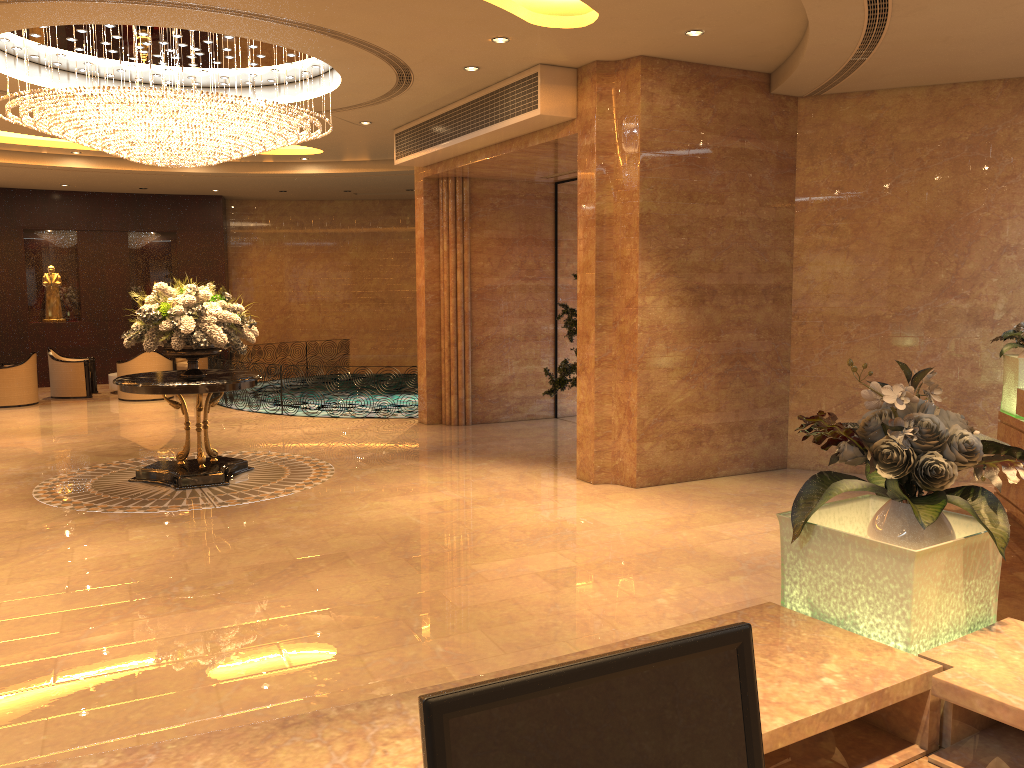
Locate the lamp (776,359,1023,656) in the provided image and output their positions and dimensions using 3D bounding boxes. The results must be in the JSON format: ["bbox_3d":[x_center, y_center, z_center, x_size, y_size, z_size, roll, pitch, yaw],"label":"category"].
[{"bbox_3d":[1.029,0.395,2.309,0.577,0.925,0.542,-3,7,-25],"label":"lamp"}]

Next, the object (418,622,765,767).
[{"bbox_3d":[0.152,0.670,1.371,0.531,0.500,0.430,1,6,9],"label":"object"}]

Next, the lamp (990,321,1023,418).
[{"bbox_3d":[4.378,-0.198,7.523,0.598,0.923,0.573,2,7,20],"label":"lamp"}]

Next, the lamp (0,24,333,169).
[{"bbox_3d":[-3.463,-2.815,9.032,3.206,1.196,3.204,1,6,9],"label":"lamp"}]

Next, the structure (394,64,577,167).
[{"bbox_3d":[-0.493,-3.098,10.601,0.425,0.483,4.113,-4,7,-28],"label":"structure"}]

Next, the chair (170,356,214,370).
[{"bbox_3d":[-6.443,-0.411,18.173,0.951,0.916,0.769,5,8,37],"label":"chair"}]

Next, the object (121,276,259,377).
[{"bbox_3d":[-3.372,-0.584,9.289,1.277,0.999,1.318,0,6,3],"label":"object"}]

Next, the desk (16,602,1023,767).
[{"bbox_3d":[-4.764,1.284,1.674,12.951,1.155,3.466,0,6,7],"label":"desk"}]

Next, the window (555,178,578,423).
[{"bbox_3d":[1.484,-1.060,11.858,0.047,3.571,3.515,-4,7,-28],"label":"window"}]

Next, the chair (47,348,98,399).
[{"bbox_3d":[-8.232,-0.227,16.582,0.769,0.916,0.951,-2,7,-18],"label":"chair"}]

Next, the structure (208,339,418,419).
[{"bbox_3d":[-3.817,-0.150,17.025,3.815,0.995,7.624,-1,6,-9],"label":"structure"}]

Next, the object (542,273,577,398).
[{"bbox_3d":[1.006,-0.339,10.610,0.843,2.363,1.250,6,9,43],"label":"object"}]

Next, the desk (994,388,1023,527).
[{"bbox_3d":[3.946,0.827,5.436,1.570,1.155,5.227,3,7,27],"label":"desk"}]

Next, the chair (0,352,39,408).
[{"bbox_3d":[-8.668,-0.094,15.398,0.769,0.916,0.951,-2,6,-13],"label":"chair"}]

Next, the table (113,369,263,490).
[{"bbox_3d":[-3.399,0.451,9.421,1.493,1.089,1.493,-5,8,-34],"label":"table"}]

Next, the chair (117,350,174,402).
[{"bbox_3d":[-6.628,-0.181,16.100,0.951,0.916,0.769,-4,7,-32],"label":"chair"}]

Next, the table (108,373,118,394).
[{"bbox_3d":[-7.220,-0.032,17.323,1.196,0.354,1.196,0,6,0],"label":"table"}]
